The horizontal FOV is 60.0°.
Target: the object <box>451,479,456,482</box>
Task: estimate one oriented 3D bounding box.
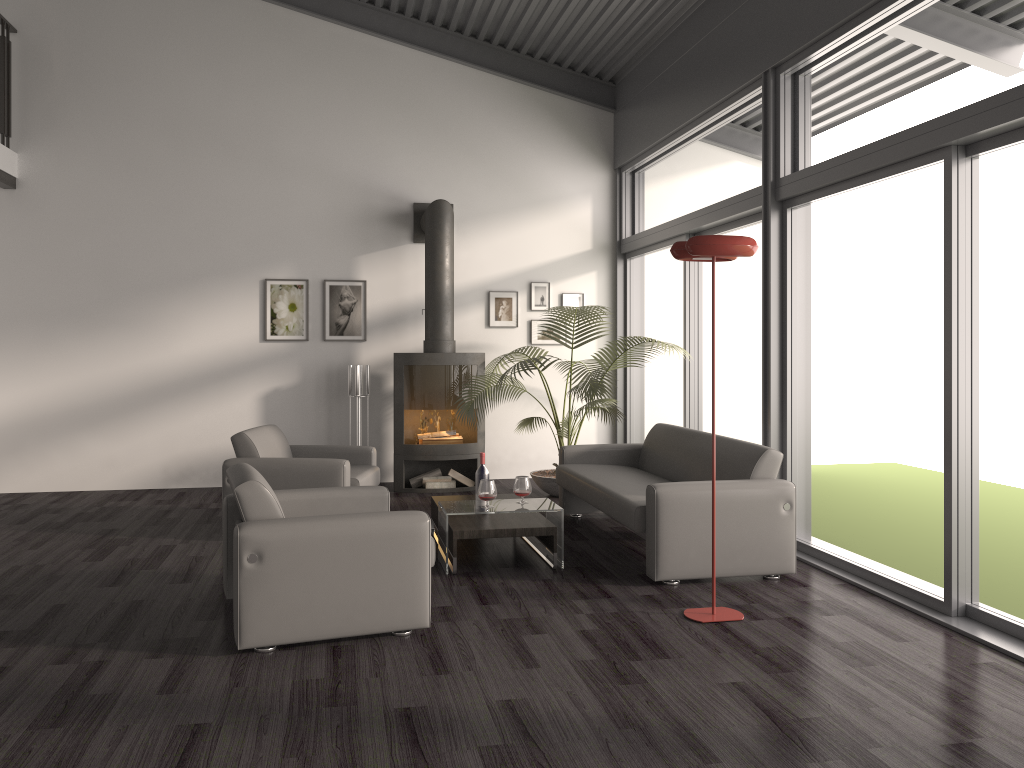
[{"bbox_3d":[-0.644,0.908,7.998,0.265,0.086,0.085,0,1,-10],"label":"object"}]

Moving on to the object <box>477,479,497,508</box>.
[{"bbox_3d":[-0.144,0.638,5.163,0.116,0.155,0.116,0,1,-2],"label":"object"}]

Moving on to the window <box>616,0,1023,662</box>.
[{"bbox_3d":[2.149,-0.632,4.177,0.385,3.470,9.751,0,2,-11],"label":"window"}]

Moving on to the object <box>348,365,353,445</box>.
[{"bbox_3d":[-1.482,0.321,8.037,0.116,0.983,0.042,0,0,-36],"label":"object"}]

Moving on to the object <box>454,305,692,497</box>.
[{"bbox_3d":[0.385,0.139,7.617,1.718,1.666,2.120,0,1,-16],"label":"object"}]

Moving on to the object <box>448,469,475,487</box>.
[{"bbox_3d":[-0.457,0.855,8.019,0.254,0.186,0.072,0,0,-10],"label":"object"}]

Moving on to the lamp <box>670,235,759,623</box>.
[{"bbox_3d":[0.958,0.204,4.209,0.365,1.788,0.353,0,0,-11],"label":"lamp"}]

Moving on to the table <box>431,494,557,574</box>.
[{"bbox_3d":[-0.151,0.924,5.614,0.600,0.250,1.201,0,2,-11],"label":"table"}]

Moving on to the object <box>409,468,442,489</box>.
[{"bbox_3d":[-0.777,0.853,8.014,0.306,0.192,0.104,0,1,-10],"label":"object"}]

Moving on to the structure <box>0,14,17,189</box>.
[{"bbox_3d":[-4.334,-0.976,5.024,1.000,4.093,6.346,0,2,-11],"label":"structure"}]

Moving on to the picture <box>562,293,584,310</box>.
[{"bbox_3d":[0.607,-0.818,8.801,0.221,0.166,0.015,0,0,-11],"label":"picture"}]

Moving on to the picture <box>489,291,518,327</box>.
[{"bbox_3d":[-0.082,-0.730,8.666,0.288,0.352,0.015,0,0,-11],"label":"picture"}]

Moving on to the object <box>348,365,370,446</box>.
[{"bbox_3d":[-1.393,0.391,8.065,0.400,1.126,0.400,0,0,38],"label":"object"}]

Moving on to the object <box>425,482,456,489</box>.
[{"bbox_3d":[-0.639,0.911,7.908,0.267,0.082,0.092,0,1,-10],"label":"object"}]

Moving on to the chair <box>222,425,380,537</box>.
[{"bbox_3d":[-1.439,0.664,6.283,0.910,0.717,0.964,0,1,4],"label":"chair"}]

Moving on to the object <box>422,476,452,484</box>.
[{"bbox_3d":[-0.673,0.863,7.944,0.258,0.068,0.073,0,1,-12],"label":"object"}]

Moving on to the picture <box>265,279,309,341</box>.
[{"bbox_3d":[-2.100,-0.689,8.270,0.394,0.577,0.026,0,0,-11],"label":"picture"}]

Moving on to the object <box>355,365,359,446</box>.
[{"bbox_3d":[-1.349,0.343,7.944,0.167,1.020,0.078,0,0,41],"label":"object"}]

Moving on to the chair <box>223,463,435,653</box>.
[{"bbox_3d":[-0.881,0.743,4.231,0.910,0.717,0.963,-1,2,-21],"label":"chair"}]

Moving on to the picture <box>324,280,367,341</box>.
[{"bbox_3d":[-1.574,-0.693,8.373,0.394,0.577,0.026,0,0,-11],"label":"picture"}]

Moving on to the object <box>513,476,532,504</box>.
[{"bbox_3d":[0.062,0.633,5.308,0.116,0.155,0.116,0,1,-20],"label":"object"}]

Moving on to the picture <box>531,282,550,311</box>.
[{"bbox_3d":[0.281,-0.863,8.737,0.191,0.280,0.015,0,0,-11],"label":"picture"}]

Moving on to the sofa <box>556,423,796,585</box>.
[{"bbox_3d":[0.935,0.682,5.813,0.902,0.717,2.116,0,2,-11],"label":"sofa"}]

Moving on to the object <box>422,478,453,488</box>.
[{"bbox_3d":[-0.675,0.905,8.076,0.276,0.083,0.085,0,1,-10],"label":"object"}]

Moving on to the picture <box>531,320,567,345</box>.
[{"bbox_3d":[0.364,-0.511,8.753,0.359,0.244,0.015,0,0,-11],"label":"picture"}]

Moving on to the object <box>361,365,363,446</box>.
[{"bbox_3d":[-1.367,0.349,8.172,0.041,1.049,0.113,0,0,34],"label":"object"}]

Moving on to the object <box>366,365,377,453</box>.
[{"bbox_3d":[-1.313,0.354,8.086,0.075,1.052,0.145,0,0,40],"label":"object"}]

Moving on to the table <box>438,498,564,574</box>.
[{"bbox_3d":[-0.074,0.885,5.222,0.680,0.342,0.400,0,1,-11],"label":"table"}]

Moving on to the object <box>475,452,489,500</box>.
[{"bbox_3d":[-0.186,0.616,5.557,0.093,0.370,0.093,0,0,-12],"label":"object"}]

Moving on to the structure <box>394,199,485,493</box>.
[{"bbox_3d":[-0.725,-0.395,8.378,0.818,2.674,1.116,0,0,-11],"label":"structure"}]
